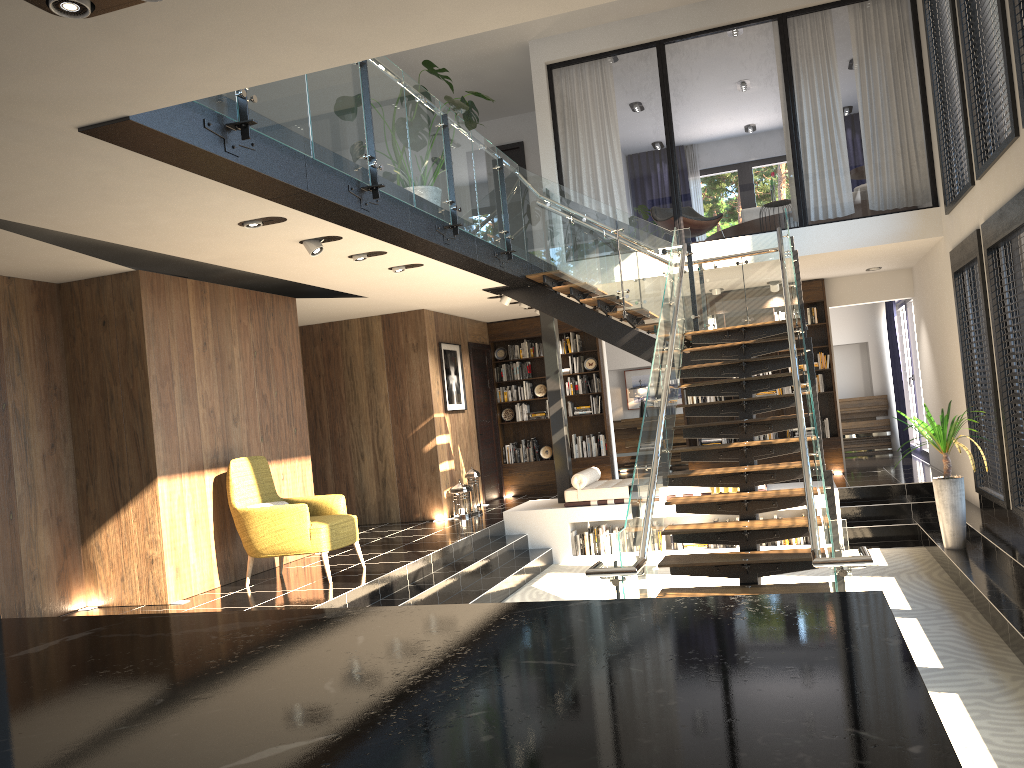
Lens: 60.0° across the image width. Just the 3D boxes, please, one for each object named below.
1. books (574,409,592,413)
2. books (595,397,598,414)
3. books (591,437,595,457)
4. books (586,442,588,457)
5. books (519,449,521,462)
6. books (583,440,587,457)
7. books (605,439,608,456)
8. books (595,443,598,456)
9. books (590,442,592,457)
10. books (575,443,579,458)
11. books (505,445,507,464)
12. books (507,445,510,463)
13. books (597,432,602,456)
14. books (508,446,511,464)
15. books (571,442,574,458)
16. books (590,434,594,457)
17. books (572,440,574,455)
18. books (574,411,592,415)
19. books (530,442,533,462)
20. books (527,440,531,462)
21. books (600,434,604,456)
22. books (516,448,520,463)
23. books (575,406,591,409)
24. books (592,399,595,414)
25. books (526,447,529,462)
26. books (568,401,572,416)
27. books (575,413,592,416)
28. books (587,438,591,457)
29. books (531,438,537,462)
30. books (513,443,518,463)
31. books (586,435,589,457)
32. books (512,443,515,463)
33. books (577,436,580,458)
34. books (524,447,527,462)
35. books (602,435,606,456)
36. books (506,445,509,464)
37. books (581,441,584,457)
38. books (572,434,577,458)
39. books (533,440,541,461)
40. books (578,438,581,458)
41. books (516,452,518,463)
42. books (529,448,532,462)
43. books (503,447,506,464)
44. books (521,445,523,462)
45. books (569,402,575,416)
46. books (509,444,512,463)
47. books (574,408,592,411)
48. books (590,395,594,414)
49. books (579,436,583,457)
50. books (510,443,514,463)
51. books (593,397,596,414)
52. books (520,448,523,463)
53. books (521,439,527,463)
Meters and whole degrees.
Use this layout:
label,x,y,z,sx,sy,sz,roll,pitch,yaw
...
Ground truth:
label,x,y,z,sx,sy,sz,roll,pitch,yaw
books,1.077,0.403,13.337,0.263,0.030,0.159,-6,-2,15
books,1.286,0.316,13.289,0.038,0.257,0.138,-6,-1,17
books,1.228,0.936,13.265,0.018,0.292,0.191,-6,-1,17
books,1.140,0.963,13.317,0.025,0.260,0.114,-6,-1,17
books,0.149,1.098,13.637,0.029,0.206,0.166,-6,-2,17
books,1.107,0.968,13.314,0.037,0.255,0.145,-6,-1,17
books,1.419,0.939,13.217,0.029,0.247,0.139,-6,-1,17
books,1.276,0.981,13.282,0.032,0.195,0.134,-6,-2,17
books,1.201,0.961,13.293,0.022,0.250,0.144,-6,-1,17
books,0.993,1.002,13.365,0.034,0.215,0.104,-6,-1,17
books,-0.058,1.081,13.722,0.032,0.288,0.180,-6,-1,17
books,-0.020,1.079,13.695,0.030,0.282,0.170,-6,-1,17
books,1.307,0.897,13.243,0.065,0.354,0.164,-6,-1,17
books,-0.004,1.083,13.657,0.022,0.269,0.216,-6,-2,17
books,0.928,0.994,13.392,0.023,0.244,0.135,-6,-1,17
books,1.209,0.918,13.270,0.016,0.332,0.195,-6,-1,17
books,0.946,0.975,13.378,0.024,0.278,0.135,-6,-1,17
books,1.078,0.432,13.328,0.271,0.028,0.174,-6,-2,13
books,0.334,1.028,13.557,0.027,0.304,0.204,-6,-2,17
books,0.281,1.025,13.572,0.016,0.322,0.218,-6,-2,17
books,1.357,0.911,13.232,0.035,0.314,0.168,-6,-1,17
books,0.117,1.096,13.619,0.021,0.217,0.220,-6,-2,17
books,1.077,0.354,13.352,0.239,0.031,0.146,-6,-2,18
books,1.242,0.336,13.294,0.024,0.226,0.141,-6,-1,17
books,0.268,1.077,13.598,0.036,0.222,0.173,-6,-2,17
books,0.885,0.376,13.405,0.028,0.224,0.161,-6,-2,17
books,1.083,0.456,13.338,0.245,0.021,0.159,-6,-2,19
books,1.170,0.946,13.287,0.029,0.286,0.138,-6,-1,17
books,0.346,1.000,13.528,0.019,0.356,0.235,-6,-1,17
books,0.068,1.058,13.662,0.020,0.304,0.189,-6,-1,17
books,1.148,0.930,13.289,0.012,0.322,0.177,-6,-1,17
books,0.052,1.061,13.673,0.018,0.301,0.195,-6,-1,17
books,1.013,0.948,13.357,0.019,0.317,0.122,-6,-1,17
books,0.235,1.081,13.609,0.034,0.223,0.208,-6,-2,17
books,1.386,0.912,13.216,0.029,0.306,0.149,-6,-1,17
books,-0.046,1.081,13.685,0.014,0.282,0.232,-6,-2,17
books,1.079,0.975,13.343,0.034,0.250,0.115,-6,-1,17
books,0.949,0.932,13.332,0.017,0.359,0.189,-6,-1,17
books,0.384,1.017,13.540,0.042,0.315,0.193,-6,-1,17
books,1.033,0.960,13.353,0.019,0.289,0.145,-6,-1,17
books,0.105,1.101,13.672,0.035,0.212,0.159,-6,-2,17
books,0.316,1.079,13.583,0.033,0.208,0.192,-6,-2,17
books,-0.090,1.097,13.725,0.032,0.261,0.194,-6,-2,17
books,0.186,1.056,13.602,0.017,0.282,0.232,-6,-2,17
books,0.908,0.381,13.368,0.036,0.206,0.215,-6,-2,17
books,0.014,1.064,13.657,0.016,0.304,0.217,-6,-2,17
books,1.077,0.379,13.343,0.266,0.019,0.157,-6,-2,19
books,1.215,0.312,13.278,0.014,0.279,0.202,-6,-2,17
books,1.045,0.942,13.332,0.019,0.321,0.161,-6,-1,17
books,0.026,1.061,13.646,0.015,0.306,0.222,-6,-2,17
books,1.250,0.324,13.257,0.014,0.246,0.192,-6,-2,17
books,0.172,1.088,13.619,0.026,0.222,0.209,-6,-2,17
books,0.194,1.025,13.581,0.016,0.341,0.217,-6,-1,17
